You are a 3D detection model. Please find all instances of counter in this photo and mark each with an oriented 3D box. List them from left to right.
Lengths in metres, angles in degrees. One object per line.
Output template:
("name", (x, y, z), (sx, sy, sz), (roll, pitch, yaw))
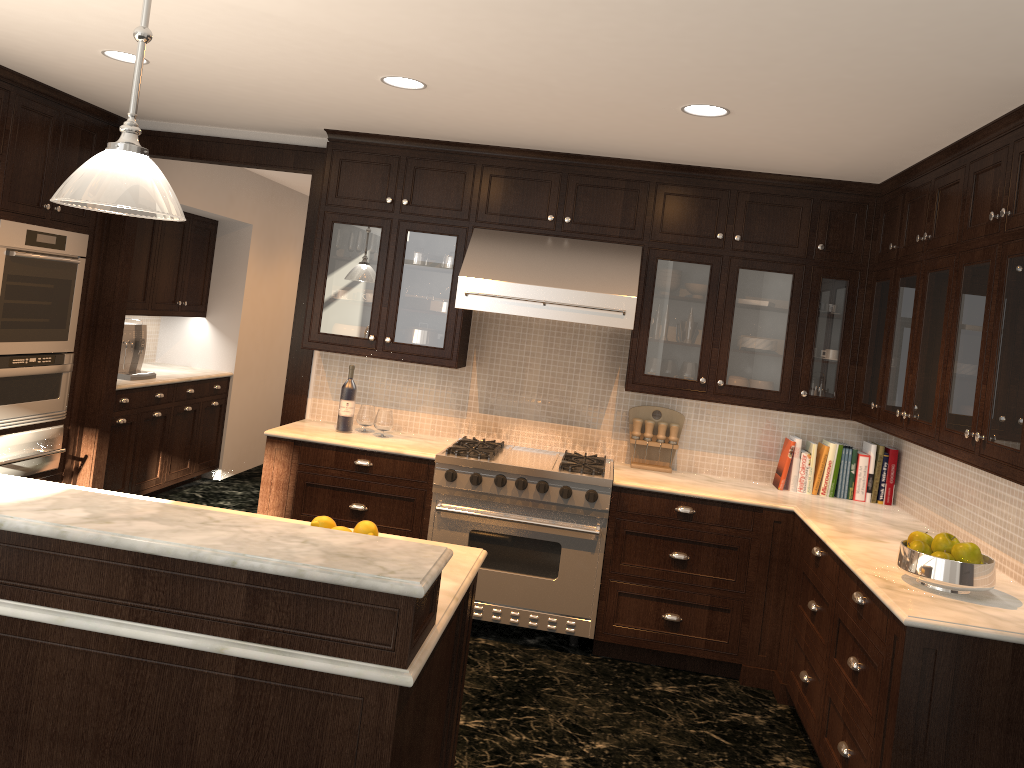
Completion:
("counter", (-1.567, 0.235, 2.153), (2.857, 0.032, 0.328), (8, 4, 7))
("counter", (-1.554, 0.394, 2.510), (2.871, 0.032, 1.055), (8, 4, 7))
("counter", (-2.802, -0.069, 6.550), (0.710, 0.032, 1.857), (7, 4, 6))
("counter", (0.284, 0.510, 3.947), (3.371, 0.032, 2.317), (8, 4, 7))

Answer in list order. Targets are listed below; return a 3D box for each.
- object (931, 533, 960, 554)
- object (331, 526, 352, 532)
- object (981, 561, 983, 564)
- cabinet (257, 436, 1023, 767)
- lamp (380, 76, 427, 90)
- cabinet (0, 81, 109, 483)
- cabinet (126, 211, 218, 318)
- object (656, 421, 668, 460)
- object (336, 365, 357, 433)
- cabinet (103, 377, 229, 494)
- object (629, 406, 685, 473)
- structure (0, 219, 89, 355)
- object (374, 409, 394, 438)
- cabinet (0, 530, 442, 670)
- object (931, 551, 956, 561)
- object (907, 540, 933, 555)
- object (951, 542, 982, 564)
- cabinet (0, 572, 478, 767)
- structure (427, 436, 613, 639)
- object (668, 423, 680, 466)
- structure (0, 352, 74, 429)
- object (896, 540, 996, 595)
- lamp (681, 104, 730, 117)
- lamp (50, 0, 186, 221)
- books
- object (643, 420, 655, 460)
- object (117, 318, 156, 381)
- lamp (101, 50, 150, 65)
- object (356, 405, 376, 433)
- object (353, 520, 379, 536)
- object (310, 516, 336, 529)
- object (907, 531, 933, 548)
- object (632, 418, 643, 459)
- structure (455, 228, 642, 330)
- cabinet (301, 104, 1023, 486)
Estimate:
("object", (1.519, 0.572, 3.089), (0.091, 0.100, 0.096), (7, 2, -17))
("object", (-0.499, 0.447, 2.547), (0.081, 0.072, 0.082), (8, 2, 17))
("object", (1.581, 0.643, 3.045), (0.091, 0.100, 0.096), (7, 2, -17))
("cabinet", (0.229, 0.964, 3.939), (3.371, 0.881, 2.317), (7, 4, 7))
("lamp", (-0.451, -1.340, 3.743), (0.197, 0.137, 0.199), (6, 3, -28))
("cabinet", (-2.978, -0.347, 4.448), (0.757, 2.424, 1.841), (7, 1, 6))
("cabinet", (-2.834, -0.940, 6.581), (0.433, 0.827, 1.857), (7, 3, 6))
("object", (0.832, 0.322, 4.941), (0.061, 0.226, 0.061), (7, -1, -24))
("object", (-0.916, 0.080, 4.936), (0.095, 0.378, 0.094), (7, -1, 22))
("cabinet", (-2.526, 0.362, 6.503), (0.057, 0.746, 1.792), (7, 4, 6))
("object", (0.800, 0.304, 4.955), (0.316, 0.350, 0.110), (7, 0, 7))
("structure", (-2.864, -0.551, 4.912), (0.614, 0.702, 0.758), (7, 2, 7))
("object", (-0.715, 0.220, 4.923), (0.112, 0.151, 0.112), (7, 1, -1))
("cabinet", (-1.589, 0.325, 2.153), (2.839, 0.153, 0.293), (8, 3, 7))
("object", (1.478, 0.623, 3.025), (0.092, 0.097, 0.092), (8, 2, 36))
("object", (1.441, 0.602, 3.120), (0.100, 0.097, 0.091), (8, 2, 24))
("object", (1.545, 0.586, 3.004), (0.090, 0.098, 0.093), (6, 2, -23))
("cabinet", (-1.604, 0.833, 2.506), (2.850, 0.914, 1.026), (7, 2, 7))
("structure", (0.048, 0.790, 4.781), (0.907, 0.839, 0.719), (7, 1, 7))
("object", (0.897, 0.336, 4.933), (0.060, 0.238, 0.061), (7, -1, -30))
("structure", (-2.977, -0.004, 4.908), (0.666, 0.389, 0.763), (7, 3, 7))
("object", (1.522, 0.649, 3.102), (0.318, 0.122, 0.319), (7, 4, 0))
("lamp", (0.794, -1.176, 3.591), (0.199, 0.137, 0.197), (9, 3, 42))
("lamp", (-0.948, -0.827, 2.248), (0.318, 0.784, 0.316), (7, 0, 21))
("books", (1.762, 0.452, 4.831), (0.604, 0.312, 0.194), (7, 1, 6))
("object", (0.761, 0.318, 4.949), (0.061, 0.238, 0.061), (7, -1, -24))
("object", (-2.771, -0.257, 6.233), (0.448, 0.407, 0.344), (7, 1, 7))
("lamp", (-1.697, -1.505, 3.895), (0.198, 0.137, 0.197), (8, 3, 12))
("object", (-0.830, 0.198, 5.025), (0.112, 0.151, 0.112), (7, 1, -1))
("object", (-0.438, 0.447, 2.648), (0.083, 0.072, 0.081), (8, 2, 22))
("object", (-0.565, 0.432, 2.647), (0.079, 0.074, 0.082), (7, 2, -6))
("object", (1.476, 0.582, 3.188), (0.093, 0.099, 0.091), (6, 2, -26))
("object", (0.696, 0.306, 4.957), (0.061, 0.229, 0.061), (7, -1, -12))
("structure", (0.221, -0.591, 4.831), (0.932, 0.478, 0.639), (7, 2, 7))
("cabinet", (0.419, -0.557, 3.970), (3.370, 1.256, 2.308), (7, 3, 7))
